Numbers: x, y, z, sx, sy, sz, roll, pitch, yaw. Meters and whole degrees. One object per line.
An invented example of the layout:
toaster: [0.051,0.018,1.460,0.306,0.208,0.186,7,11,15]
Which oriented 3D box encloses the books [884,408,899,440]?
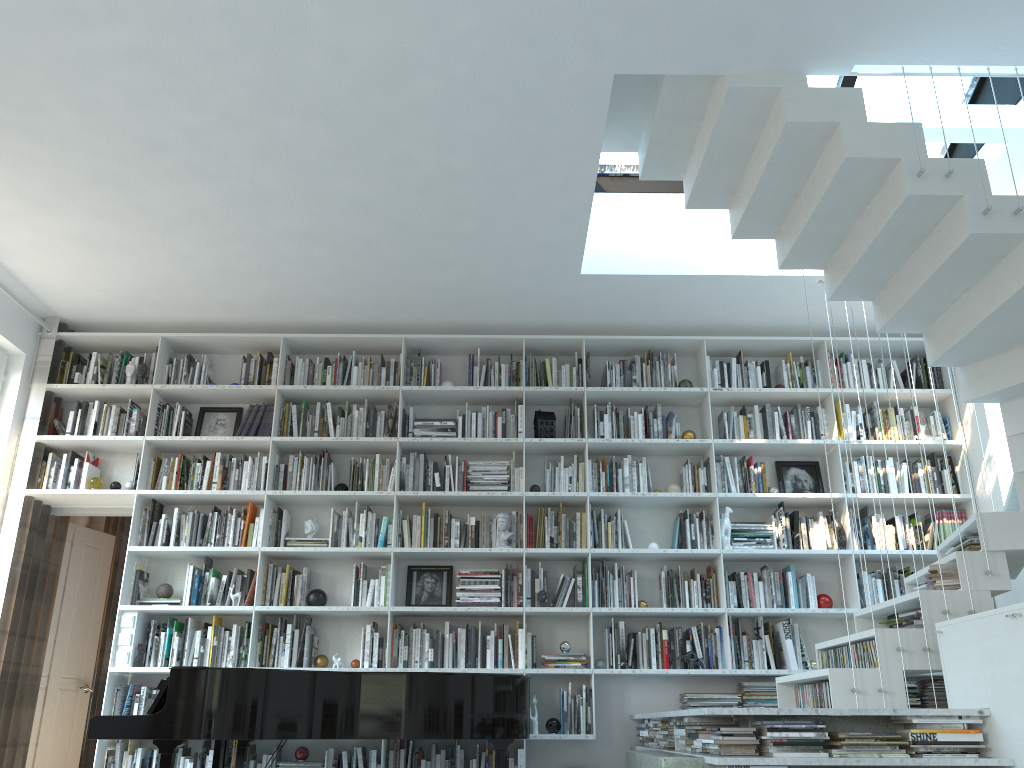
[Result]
books: [2.574,0.317,6.100,0.042,0.241,0.249,0,-21,0]

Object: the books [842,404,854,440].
books: [2.276,0.292,6.068,0.026,0.262,0.190,0,-21,0]

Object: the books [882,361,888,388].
books: [2.623,-0.012,6.292,0.015,0.262,0.144,0,-21,0]

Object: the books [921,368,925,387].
books: [2.888,0.011,6.293,0.021,0.222,0.131,0,-21,0]

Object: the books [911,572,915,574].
books: [2.605,1.364,5.779,0.012,0.253,0.161,0,-21,0]

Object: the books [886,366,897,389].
books: [2.693,0.005,6.296,0.010,0.234,0.132,0,-21,0]

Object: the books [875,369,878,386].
books: [2.563,0.009,6.296,0.014,0.225,0.134,0,-21,0]

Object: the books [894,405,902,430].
books: [2.667,0.313,6.162,0.010,0.294,0.166,0,-21,0]

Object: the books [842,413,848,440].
books: [2.251,0.322,6.066,0.024,0.204,0.166,0,-21,0]

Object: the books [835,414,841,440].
books: [2.211,0.289,6.103,0.036,0.292,0.136,0,-21,0]

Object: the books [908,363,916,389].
books: [2.818,-0.005,6.287,0.068,0.246,0.161,0,-21,0]

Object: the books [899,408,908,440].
books: [2.698,0.324,6.171,0.024,0.280,0.154,0,-21,0]

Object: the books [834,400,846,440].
books: [2.234,0.281,6.081,0.010,0.293,0.183,0,-21,0]

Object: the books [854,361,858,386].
books: [2.407,-0.013,6.287,0.014,0.259,0.168,0,-21,0]

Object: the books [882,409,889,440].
books: [2.534,0.314,6.087,0.012,0.236,0.166,0,-21,0]

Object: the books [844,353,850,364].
books: [2.383,-0.041,6.305,0.012,0.325,0.152,0,-21,0]

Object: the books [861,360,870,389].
books: [2.478,-0.015,6.286,0.029,0.263,0.179,0,-21,0]

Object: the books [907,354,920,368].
books: [2.871,-0.034,6.302,0.014,0.312,0.162,0,-21,0]

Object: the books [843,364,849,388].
books: [2.330,-0.005,6.265,0.022,0.228,0.175,0,-21,0]

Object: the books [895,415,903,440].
books: [2.650,0.345,6.141,0.023,0.219,0.172,0,-21,0]

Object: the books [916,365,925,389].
books: [2.858,0.003,6.263,0.012,0.215,0.193,0,-21,0]

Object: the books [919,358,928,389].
books: [2.905,-0.022,6.302,0.012,0.291,0.140,0,-21,0]

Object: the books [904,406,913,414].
books: [2.772,0.319,6.176,0.011,0.293,0.151,0,-21,0]

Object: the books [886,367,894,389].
books: [2.659,0.011,6.280,0.057,0.211,0.163,0,-21,0]

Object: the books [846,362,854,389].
books: [2.366,-0.009,6.275,0.023,0.243,0.183,0,-21,0]

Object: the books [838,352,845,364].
books: [2.348,-0.045,6.304,0.014,0.330,0.143,0,-21,0]

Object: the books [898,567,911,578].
books: [2.572,1.345,5.774,0.011,0.283,0.161,0,-21,0]

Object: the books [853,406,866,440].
books: [2.373,0.300,6.088,0.023,0.262,0.159,0,-21,0]

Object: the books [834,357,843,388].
books: [2.301,-0.028,6.284,0.013,0.285,0.151,0,-21,0]

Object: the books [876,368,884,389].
books: [2.583,0.013,6.280,0.026,0.207,0.163,0,-21,0]

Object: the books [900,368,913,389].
books: [2.772,0.014,6.262,0.024,0.192,0.187,0,-21,0]

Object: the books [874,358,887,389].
books: [2.610,-0.021,6.300,0.012,0.284,0.160,0,-21,0]

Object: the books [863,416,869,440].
books: [2.403,0.345,6.115,0.038,0.198,0.171,0,-21,0]

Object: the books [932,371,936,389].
books: [2.943,0.023,6.268,0.036,0.182,0.162,0,-21,0]

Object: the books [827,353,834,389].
books: [2.232,-0.045,6.279,0.011,0.312,0.173,0,-21,0]

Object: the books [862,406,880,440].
books: [2.459,0.301,6.076,0.023,0.252,0.190,0,-21,0]

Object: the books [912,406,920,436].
books: [2.790,0.319,6.164,0.023,0.286,0.163,0,-21,0]

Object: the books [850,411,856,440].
books: [2.313,0.315,6.072,0.049,0.223,0.162,0,-21,0]

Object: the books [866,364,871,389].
books: [2.498,-0.003,6.280,0.011,0.235,0.149,0,-21,0]

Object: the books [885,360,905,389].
books: [2.726,-0.016,6.301,0.069,0.276,0.132,0,-21,0]

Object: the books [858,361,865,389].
books: [2.452,-0.013,6.284,0.022,0.258,0.164,0,-21,0]

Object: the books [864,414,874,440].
books: [2.435,0.327,6.086,0.025,0.210,0.135,0,-21,0]

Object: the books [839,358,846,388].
books: [2.313,-0.025,6.269,0.012,0.268,0.185,0,-21,0]

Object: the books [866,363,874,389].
books: [2.517,-0.005,6.291,0.027,0.248,0.155,0,-21,0]

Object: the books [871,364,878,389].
books: [2.543,-0.002,6.281,0.025,0.236,0.144,0,-21,0]

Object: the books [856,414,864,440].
books: [2.350,0.327,6.061,0.024,0.193,0.190,0,-21,0]

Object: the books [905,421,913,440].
books: [2.727,0.370,6.153,0.034,0.182,0.157,0,-21,0]

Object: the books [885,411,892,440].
books: [2.547,0.318,6.075,0.013,0.221,0.175,0,-21,0]

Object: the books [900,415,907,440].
books: [2.679,0.347,6.135,0.013,0.212,0.187,0,-21,0]

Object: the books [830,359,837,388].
books: [2.258,-0.022,6.285,0.022,0.274,0.160,0,-21,0]

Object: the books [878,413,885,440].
books: [2.499,0.326,6.075,0.014,0.205,0.184,0,-21,0]

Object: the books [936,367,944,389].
books: [2.987,-0.006,6.269,0.025,0.236,0.188,0,-21,0]

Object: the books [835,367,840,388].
books: [2.281,0.006,6.287,0.025,0.222,0.137,0,-21,0]

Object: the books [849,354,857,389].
books: [2.395,-0.037,6.287,0.012,0.305,0.185,0,-21,0]

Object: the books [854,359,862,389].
books: [2.428,-0.019,6.291,0.027,0.274,0.149,0,-21,0]

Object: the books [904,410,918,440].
books: [2.755,0.327,6.149,0.022,0.260,0.161,0,-21,0]

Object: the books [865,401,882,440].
books: [2.482,0.283,6.087,0.022,0.295,0.152,0,-21,0]

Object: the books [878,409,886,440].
books: [2.517,0.312,6.087,0.022,0.241,0.145,0,-21,0]

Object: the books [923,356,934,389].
books: [2.918,-0.031,6.273,0.014,0.285,0.190,0,-21,0]

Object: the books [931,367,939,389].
books: [2.968,-0.006,6.283,0.014,0.247,0.185,0,-21,0]
